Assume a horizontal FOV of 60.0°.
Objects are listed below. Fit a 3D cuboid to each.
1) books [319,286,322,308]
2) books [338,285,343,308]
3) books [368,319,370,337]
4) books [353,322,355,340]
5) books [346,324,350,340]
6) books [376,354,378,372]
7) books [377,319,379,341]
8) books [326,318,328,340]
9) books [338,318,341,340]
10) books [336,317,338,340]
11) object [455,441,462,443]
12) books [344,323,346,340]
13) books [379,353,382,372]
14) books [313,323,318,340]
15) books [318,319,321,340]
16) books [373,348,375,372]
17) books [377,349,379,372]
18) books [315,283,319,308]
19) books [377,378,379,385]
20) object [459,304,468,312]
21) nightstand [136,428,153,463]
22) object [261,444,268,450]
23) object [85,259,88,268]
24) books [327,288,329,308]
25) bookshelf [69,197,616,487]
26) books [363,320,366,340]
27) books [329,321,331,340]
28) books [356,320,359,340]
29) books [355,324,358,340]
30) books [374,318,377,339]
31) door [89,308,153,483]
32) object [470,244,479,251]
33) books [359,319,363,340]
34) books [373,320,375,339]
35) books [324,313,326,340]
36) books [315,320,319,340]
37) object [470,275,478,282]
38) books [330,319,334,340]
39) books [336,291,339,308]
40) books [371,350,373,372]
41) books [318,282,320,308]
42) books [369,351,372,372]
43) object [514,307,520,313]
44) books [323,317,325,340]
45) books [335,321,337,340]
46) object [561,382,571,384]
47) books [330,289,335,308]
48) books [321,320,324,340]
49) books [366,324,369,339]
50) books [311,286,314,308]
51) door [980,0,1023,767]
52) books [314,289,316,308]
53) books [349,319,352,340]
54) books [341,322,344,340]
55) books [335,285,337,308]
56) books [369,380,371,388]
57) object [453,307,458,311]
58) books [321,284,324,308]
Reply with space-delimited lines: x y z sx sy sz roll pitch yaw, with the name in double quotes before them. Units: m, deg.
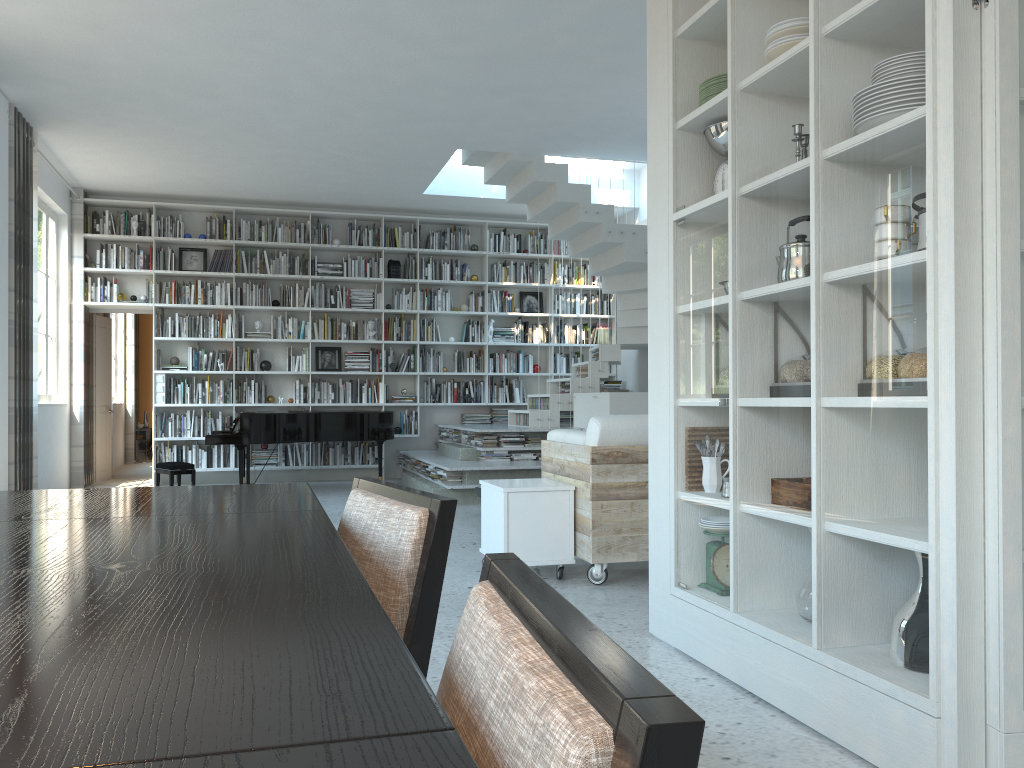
"books" -2.249 -1.006 10.407 0.025 0.266 0.185 0 -1 -16
"books" -2.031 -1.018 10.482 0.049 0.291 0.162 0 -1 -16
"books" -1.704 -0.634 10.583 0.014 0.263 0.135 0 -1 -16
"books" -1.881 -0.616 10.506 0.029 0.224 0.185 0 -1 -16
"books" -1.949 -0.603 10.512 0.050 0.199 0.145 0 -1 -16
"books" -1.621 -0.244 10.602 0.021 0.217 0.132 0 -1 -16
"books" -1.607 -0.636 10.594 0.014 0.266 0.154 0 -1 -16
"books" -2.178 -0.638 10.409 0.015 0.266 0.189 0 -1 -16
"books" -2.042 -0.638 10.457 0.028 0.267 0.190 0 -1 -16
"books" -2.065 -0.646 10.466 0.013 0.283 0.177 0 -1 -16
"object" -0.534 0.643 9.914 0.145 0.010 0.266 0 -1 -20
"books" -1.984 -0.611 10.489 0.030 0.215 0.168 0 -1 -16
"books" -1.577 -0.250 10.586 0.034 0.229 0.199 0 -1 -16
"books" -2.304 -0.609 10.390 0.053 0.208 0.156 0 -1 -16
"books" -2.259 -0.628 10.425 0.026 0.248 0.139 0 -1 -16
"books" -1.647 -0.279 10.590 0.011 0.288 0.152 0 -1 -16
"books" -1.601 -0.275 10.590 0.011 0.279 0.186 0 -1 -16
"books" -2.289 -1.022 10.403 0.026 0.297 0.179 0 -1 -16
"books" -1.603 0.081 10.602 0.011 0.300 0.149 0 -1 -16
"object" -0.590 -0.924 10.884 0.111 0.113 0.111 0 -1 -38
"nightstand" -5.890 0.948 13.764 0.650 0.518 0.431 0 -1 -13
"object" -2.846 0.714 10.200 0.086 0.087 0.086 0 -1 -38
"object" -4.682 -1.395 9.723 0.035 0.295 0.176 0 -1 -16
"books" -2.171 -0.998 10.438 0.014 0.250 0.172 0 -1 -16
"bookshelf" -1.750 -0.414 10.494 6.297 3.142 0.330 0 0 -16
"books" -1.753 -0.633 10.562 0.024 0.259 0.126 0 -1 -16
"books" -2.150 -0.618 10.456 0.024 0.228 0.147 0 -1 -16
"books" -1.831 -0.626 10.511 0.012 0.245 0.186 0 -1 -16
"books" -1.854 -0.604 10.515 0.029 0.200 0.178 0 -1 -16
"books" -1.630 -0.642 10.605 0.025 0.279 0.108 0 -1 -16
"door" -4.541 0.153 10.336 0.834 1.980 0.786 0 -1 -16
"object" -0.460 -1.655 10.836 0.104 0.105 0.104 -1 -1 33
"books" -1.795 -0.633 10.540 0.025 0.258 0.150 0 -1 -16
"books" -1.651 -0.633 10.588 0.025 0.259 0.130 0 -1 -16
"books" -2.191 -0.664 10.406 0.014 0.317 0.188 0 -1 -16
"books" -2.289 -0.626 10.407 0.042 0.242 0.162 0 -1 -16
"object" -0.460 -1.287 10.839 0.100 0.102 0.100 0 -1 -38
"books" -2.126 -0.634 10.469 0.028 0.259 0.134 0 -1 -16
"books" -2.057 -0.981 10.472 0.024 0.216 0.148 0 -1 -16
"books" -1.677 -0.266 10.571 0.011 0.260 0.184 0 -1 -16
"books" -2.275 -1.029 10.427 0.014 0.313 0.133 0 -1 -16
"books" -1.690 -0.263 10.570 0.012 0.254 0.161 0 -1 -16
"object" 0.050 -0.913 11.038 0.091 0.092 0.091 -1 -1 33
"books" -2.215 -0.646 10.444 0.010 0.284 0.136 0 -1 -16
"books" -2.085 -0.622 10.467 0.025 0.236 0.137 0 -1 -16
"object" 0.666 -0.013 10.200 0.161 0.025 0.174 0 -1 -12
"books" -2.120 -0.991 10.447 0.066 0.236 0.153 0 -1 -16
"books" -2.231 -0.625 10.427 0.029 0.240 0.155 0 -1 -16
"books" -1.725 -0.604 10.568 0.035 0.201 0.149 0 -1 -16
"books" -2.340 -1.007 10.390 0.026 0.267 0.170 0 -1 -16
"door" 1.483 -0.165 2.018 0.839 2.228 0.067 0 0 -6
"books" -2.319 -0.987 10.412 0.027 0.228 0.147 0 -1 -16
"books" -1.915 -0.633 10.512 0.014 0.258 0.161 0 -1 -16
"books" -2.010 -0.612 10.481 0.024 0.216 0.175 0 -1 -16
"books" -2.081 -1.015 10.472 0.022 0.285 0.130 0 -1 -16
"books" -1.692 0.089 10.585 0.010 0.284 0.132 0 -1 -16
"object" -0.694 -0.903 10.830 0.068 0.068 0.068 0 -1 -38
"books" -2.228 -1.020 10.431 0.029 0.295 0.151 0 -1 -16
